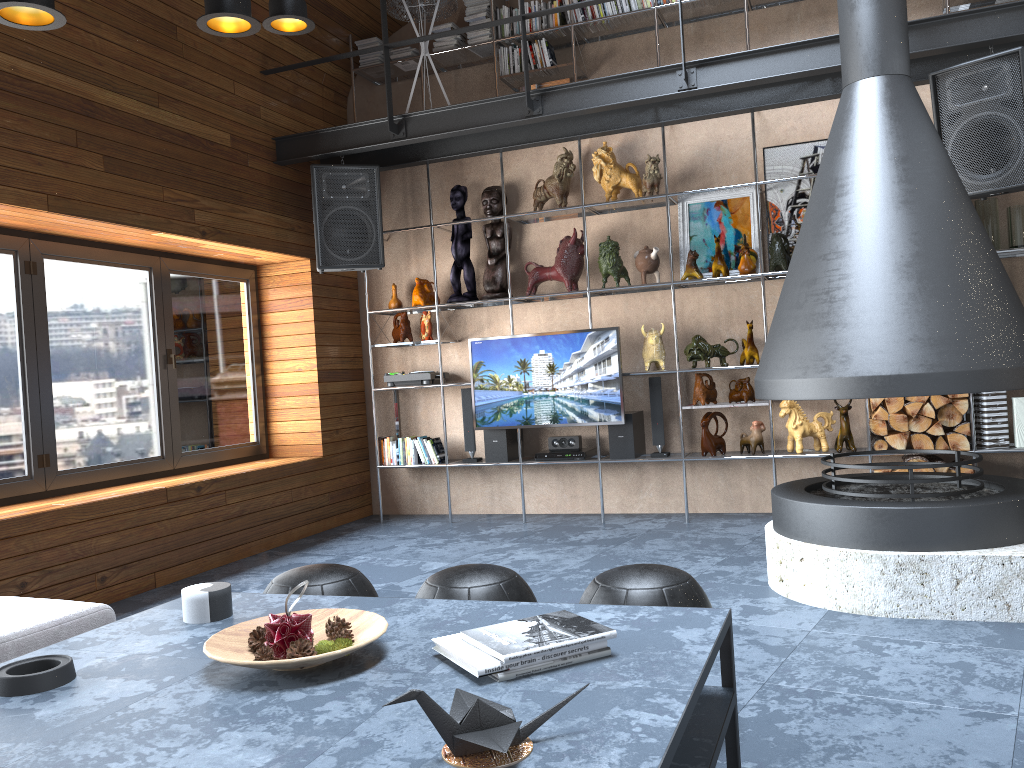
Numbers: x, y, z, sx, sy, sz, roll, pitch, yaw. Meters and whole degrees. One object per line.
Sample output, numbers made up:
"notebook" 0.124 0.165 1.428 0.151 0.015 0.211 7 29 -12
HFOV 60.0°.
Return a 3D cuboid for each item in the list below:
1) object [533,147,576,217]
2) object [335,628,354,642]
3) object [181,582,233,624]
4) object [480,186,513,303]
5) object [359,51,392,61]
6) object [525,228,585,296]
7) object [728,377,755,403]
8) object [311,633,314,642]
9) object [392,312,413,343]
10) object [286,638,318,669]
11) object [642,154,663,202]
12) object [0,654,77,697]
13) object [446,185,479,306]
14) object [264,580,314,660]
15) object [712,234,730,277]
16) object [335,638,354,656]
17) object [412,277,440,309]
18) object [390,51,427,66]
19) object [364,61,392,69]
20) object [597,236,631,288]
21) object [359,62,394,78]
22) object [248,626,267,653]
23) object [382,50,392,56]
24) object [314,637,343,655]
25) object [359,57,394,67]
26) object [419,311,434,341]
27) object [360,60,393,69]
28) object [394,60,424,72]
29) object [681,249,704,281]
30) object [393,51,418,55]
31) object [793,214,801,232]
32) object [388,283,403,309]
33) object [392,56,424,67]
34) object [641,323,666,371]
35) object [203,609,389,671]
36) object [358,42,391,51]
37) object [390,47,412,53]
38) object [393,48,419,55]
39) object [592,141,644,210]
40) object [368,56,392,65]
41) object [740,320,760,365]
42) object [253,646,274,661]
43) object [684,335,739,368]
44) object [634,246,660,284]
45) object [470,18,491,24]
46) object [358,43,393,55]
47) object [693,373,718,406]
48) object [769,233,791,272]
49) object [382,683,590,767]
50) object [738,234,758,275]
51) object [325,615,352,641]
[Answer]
"object" 0.293 -1.411 6.206 0.328 0.442 0.207 -4 0 14
"object" -0.373 0.565 1.978 0.043 0.042 0.042 -3 1 24
"object" -0.819 0.587 2.384 0.126 0.081 0.126 -4 1 -7
"object" -0.125 -1.014 6.377 0.237 0.840 0.305 -3 0 23
"object" -0.998 -2.428 6.606 0.182 0.016 0.246 -3 1 21
"object" 0.306 -0.836 6.139 0.462 0.440 0.219 -3 0 21
"object" 1.479 0.040 5.736 0.105 0.168 0.210 -4 1 -29
"object" -0.476 0.581 2.033 0.042 0.042 0.043 -4 1 15
"object" -0.828 -0.417 6.624 0.116 0.229 0.233 -4 1 -29
"object" -0.441 0.565 1.857 0.064 0.062 0.061 -4 1 -38
"object" 0.927 -1.362 5.864 0.131 0.280 0.208 -4 0 3
"object" -1.029 0.626 1.911 0.160 0.040 0.160 -4 1 -2
"object" -0.384 -1.020 6.451 0.244 0.879 0.244 -4 1 -41
"object" -0.490 0.520 1.944 0.105 0.172 0.118 -4 0 -17
"object" 1.361 -0.823 5.791 0.097 0.290 0.290 -3 1 19
"object" -0.356 0.560 1.890 0.039 0.039 0.048 -3 1 17
"object" -0.631 -0.668 6.535 0.138 0.222 0.278 -3 1 31
"object" -0.756 -2.381 6.532 0.176 0.025 0.262 -3 1 21
"object" -1.002 -2.359 6.628 0.161 0.013 0.216 -3 1 21
"object" 0.683 -0.816 5.982 0.167 0.356 0.255 -3 1 40
"object" -1.006 -2.340 6.615 0.176 0.025 0.234 -3 1 21
"object" -0.558 0.571 1.978 0.060 0.062 0.062 -4 1 -19
"object" -1.000 -2.444 6.606 0.182 0.016 0.246 -3 1 21
"object" -0.401 0.577 1.935 0.073 0.034 0.081 -4 1 9
"object" -1.010 -2.383 6.613 0.159 0.012 0.243 -3 1 21
"object" -0.639 -0.424 6.557 0.060 0.223 0.267 -4 1 -24
"object" -1.012 -2.371 6.630 0.161 0.013 0.218 -3 1 21
"object" -0.764 -2.348 6.523 0.161 0.012 0.201 -3 1 21
"object" 1.207 -0.775 5.861 0.137 0.207 0.272 -3 1 24
"object" -0.761 -2.399 6.520 0.161 0.013 0.201 -3 1 21
"object" 1.844 -0.890 5.580 0.116 0.358 0.198 -3 1 28
"object" -0.866 -0.654 6.620 0.107 0.209 0.233 -4 1 8
"object" -0.763 -2.361 6.539 0.159 0.012 0.226 -3 1 21
"object" 0.941 -0.243 5.917 0.154 0.310 0.325 -4 0 6
"object" -0.471 0.579 1.959 0.395 0.061 0.395 -4 1 13
"object" -1.015 -2.490 6.618 0.174 0.021 0.233 -3 1 21
"object" -0.774 -2.426 6.518 0.161 0.013 0.203 -3 1 21
"object" -0.742 -2.414 6.531 0.182 0.016 0.228 -3 1 21
"object" 0.726 -1.445 6.083 0.328 0.458 0.215 -3 1 26
"object" -1.011 -2.396 6.630 0.161 0.012 0.216 -3 1 21
"object" 1.529 -0.265 5.748 0.097 0.290 0.290 -4 0 1
"object" -0.520 0.571 1.860 0.044 0.042 0.042 -3 1 20
"object" 1.280 -0.217 5.819 0.403 0.221 0.192 -4 1 -32
"object" 0.900 -0.785 5.889 0.237 0.266 0.164 -3 1 37
"object" -0.186 -2.549 6.319 0.161 0.013 0.217 -3 1 21
"object" -1.002 -2.467 6.603 0.180 0.028 0.252 -3 1 21
"object" 1.275 0.032 5.835 0.217 0.214 0.108 -4 1 -44
"object" 1.711 -0.829 5.659 0.126 0.249 0.253 -3 1 26
"object" -0.035 0.528 1.424 0.240 0.117 0.250 -3 1 29
"object" 1.512 -0.826 5.712 0.123 0.270 0.227 -3 1 21
"object" -0.396 0.560 2.032 0.063 0.061 0.061 -3 1 20
